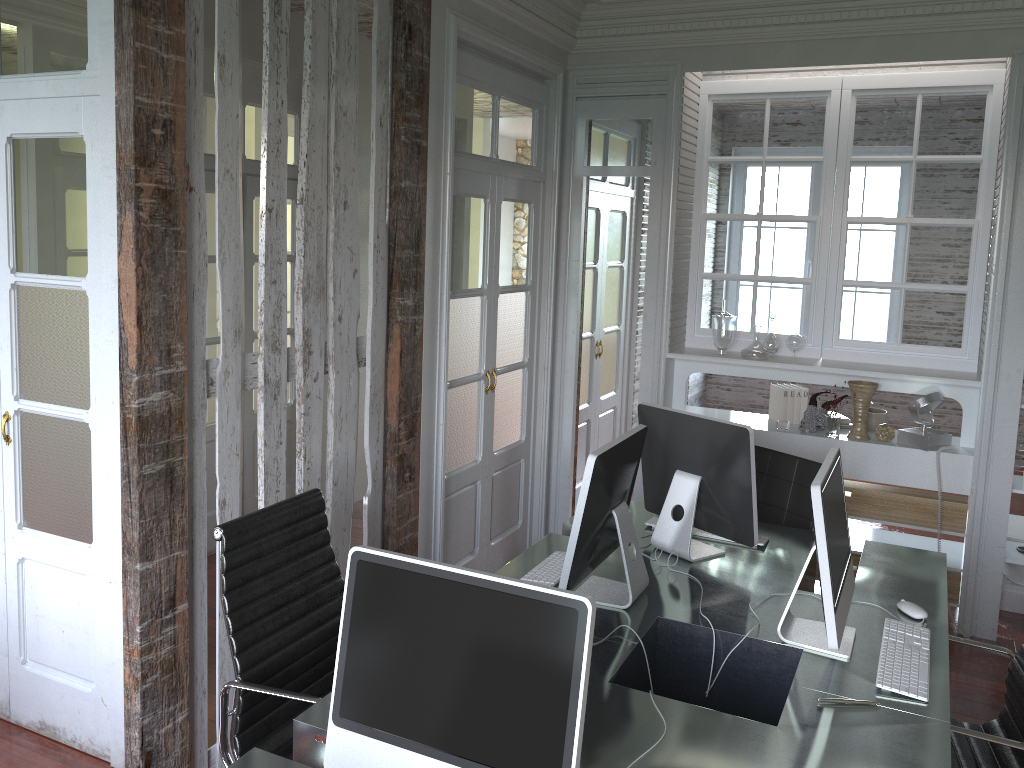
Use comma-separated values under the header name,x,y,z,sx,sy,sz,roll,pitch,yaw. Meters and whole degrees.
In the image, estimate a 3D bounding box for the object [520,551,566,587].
name,x,y,z,sx,sy,sz,roll,pitch,yaw
object,0.106,0.602,2.788,0.119,0.017,0.441,7,11,25

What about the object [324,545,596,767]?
name,x,y,z,sx,sy,sz,roll,pitch,yaw
object,-0.094,0.565,1.576,0.485,0.482,0.190,6,8,25

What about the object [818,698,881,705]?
name,x,y,z,sx,sy,sz,roll,pitch,yaw
object,0.795,0.748,2.085,0.149,0.011,0.011,2,8,1

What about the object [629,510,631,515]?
name,x,y,z,sx,sy,sz,roll,pitch,yaw
object,0.424,0.500,3.411,0.059,0.028,0.107,6,10,24

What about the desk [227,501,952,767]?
name,x,y,z,sx,sy,sz,roll,pitch,yaw
desk,0.401,1.063,2.337,1.303,0.723,2.521,6,10,25

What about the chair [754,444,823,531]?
name,x,y,z,sx,sy,sz,roll,pitch,yaw
chair,0.920,0.766,3.672,0.602,0.913,0.478,-3,9,-34

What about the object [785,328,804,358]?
name,x,y,z,sx,sy,sz,roll,pitch,yaw
object,1.488,-0.203,4.665,0.094,0.187,0.095,2,7,0

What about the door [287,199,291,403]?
name,x,y,z,sx,sy,sz,roll,pitch,yaw
door,-1.516,-0.461,6.924,0.041,2.072,1.082,5,8,25

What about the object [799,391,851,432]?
name,x,y,z,sx,sy,sz,roll,pitch,yaw
object,1.608,0.144,4.593,0.384,0.178,0.159,-5,11,-38

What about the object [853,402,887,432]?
name,x,y,z,sx,sy,sz,roll,pitch,yaw
object,1.868,0.164,4.613,0.159,0.152,0.217,4,9,10

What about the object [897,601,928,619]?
name,x,y,z,sx,sy,sz,roll,pitch,yaw
object,1.179,0.662,2.611,0.059,0.028,0.107,0,10,-13

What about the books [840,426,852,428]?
name,x,y,z,sx,sy,sz,roll,pitch,yaw
books,1.689,0.206,4.746,0.180,0.011,0.248,0,10,-10

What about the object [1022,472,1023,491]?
name,x,y,z,sx,sy,sz,roll,pitch,yaw
object,2.441,0.344,4.125,0.079,0.276,0.240,6,9,33

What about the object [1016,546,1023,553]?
name,x,y,z,sx,sy,sz,roll,pitch,yaw
object,2.567,0.800,4.159,0.237,0.040,0.295,-1,10,-19

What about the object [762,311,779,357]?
name,x,y,z,sx,sy,sz,roll,pitch,yaw
object,1.367,-0.250,4.669,0.088,0.269,0.088,5,7,20

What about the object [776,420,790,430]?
name,x,y,z,sx,sy,sz,roll,pitch,yaw
object,1.384,0.213,4.522,0.066,0.040,0.066,-1,9,-17

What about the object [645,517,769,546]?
name,x,y,z,sx,sy,sz,roll,pitch,yaw
object,0.716,0.541,3.266,0.440,0.017,0.119,7,11,25

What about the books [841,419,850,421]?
name,x,y,z,sx,sy,sz,roll,pitch,yaw
books,1.690,0.175,4.754,0.168,0.007,0.191,0,10,-10

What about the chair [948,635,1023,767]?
name,x,y,z,sx,sy,sz,roll,pitch,yaw
chair,1.189,0.949,2.333,0.700,1.016,0.669,5,8,21

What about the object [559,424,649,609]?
name,x,y,z,sx,sy,sz,roll,pitch,yaw
object,0.303,0.397,2.643,0.190,0.482,0.486,5,9,25

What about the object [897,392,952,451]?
name,x,y,z,sx,sy,sz,roll,pitch,yaw
object,1.998,0.167,4.277,0.188,0.270,0.167,-2,9,-29

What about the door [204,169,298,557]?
name,x,y,z,sx,sy,sz,roll,pitch,yaw
door,-1.517,-0.130,4.964,0.041,2.072,1.082,5,8,25

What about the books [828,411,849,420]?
name,x,y,z,sx,sy,sz,roll,pitch,yaw
books,1.690,0.168,4.755,0.168,0.007,0.191,2,10,-3

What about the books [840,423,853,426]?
name,x,y,z,sx,sy,sz,roll,pitch,yaw
books,1.690,0.197,4.745,0.180,0.007,0.248,0,10,-10

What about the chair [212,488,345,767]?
name,x,y,z,sx,sy,sz,roll,pitch,yaw
chair,-0.449,0.878,2.406,0.700,1.016,0.669,5,8,20

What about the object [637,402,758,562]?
name,x,y,z,sx,sy,sz,roll,pitch,yaw
object,0.612,0.339,3.050,0.190,0.482,0.486,-4,10,-39

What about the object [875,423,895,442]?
name,x,y,z,sx,sy,sz,roll,pitch,yaw
object,1.838,0.238,4.361,0.091,0.087,0.094,-2,9,-28

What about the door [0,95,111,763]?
name,x,y,z,sx,sy,sz,roll,pitch,yaw
door,-1.752,0.134,3.066,1.059,2.166,0.041,5,7,25

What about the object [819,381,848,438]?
name,x,y,z,sx,sy,sz,roll,pitch,yaw
object,1.610,0.123,4.400,0.128,0.285,0.129,1,7,-8

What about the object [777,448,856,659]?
name,x,y,z,sx,sy,sz,roll,pitch,yaw
object,0.849,0.456,2.413,0.190,0.482,0.486,5,9,25

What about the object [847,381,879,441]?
name,x,y,z,sx,sy,sz,roll,pitch,yaw
object,1.732,0.132,4.397,0.144,0.277,0.144,8,9,39

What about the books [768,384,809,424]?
name,x,y,z,sx,sy,sz,roll,pitch,yaw
books,1.483,0.106,4.752,0.150,0.192,0.144,1,8,-9

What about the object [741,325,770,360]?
name,x,y,z,sx,sy,sz,roll,pitch,yaw
object,1.265,-0.205,4.589,0.148,0.199,0.149,3,8,8

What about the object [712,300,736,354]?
name,x,y,z,sx,sy,sz,roll,pitch,yaw
object,1.131,-0.294,4.736,0.129,0.313,0.129,-4,9,-39

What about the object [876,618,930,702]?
name,x,y,z,sx,sy,sz,roll,pitch,yaw
object,1.030,0.712,2.321,0.119,0.017,0.441,7,11,25
